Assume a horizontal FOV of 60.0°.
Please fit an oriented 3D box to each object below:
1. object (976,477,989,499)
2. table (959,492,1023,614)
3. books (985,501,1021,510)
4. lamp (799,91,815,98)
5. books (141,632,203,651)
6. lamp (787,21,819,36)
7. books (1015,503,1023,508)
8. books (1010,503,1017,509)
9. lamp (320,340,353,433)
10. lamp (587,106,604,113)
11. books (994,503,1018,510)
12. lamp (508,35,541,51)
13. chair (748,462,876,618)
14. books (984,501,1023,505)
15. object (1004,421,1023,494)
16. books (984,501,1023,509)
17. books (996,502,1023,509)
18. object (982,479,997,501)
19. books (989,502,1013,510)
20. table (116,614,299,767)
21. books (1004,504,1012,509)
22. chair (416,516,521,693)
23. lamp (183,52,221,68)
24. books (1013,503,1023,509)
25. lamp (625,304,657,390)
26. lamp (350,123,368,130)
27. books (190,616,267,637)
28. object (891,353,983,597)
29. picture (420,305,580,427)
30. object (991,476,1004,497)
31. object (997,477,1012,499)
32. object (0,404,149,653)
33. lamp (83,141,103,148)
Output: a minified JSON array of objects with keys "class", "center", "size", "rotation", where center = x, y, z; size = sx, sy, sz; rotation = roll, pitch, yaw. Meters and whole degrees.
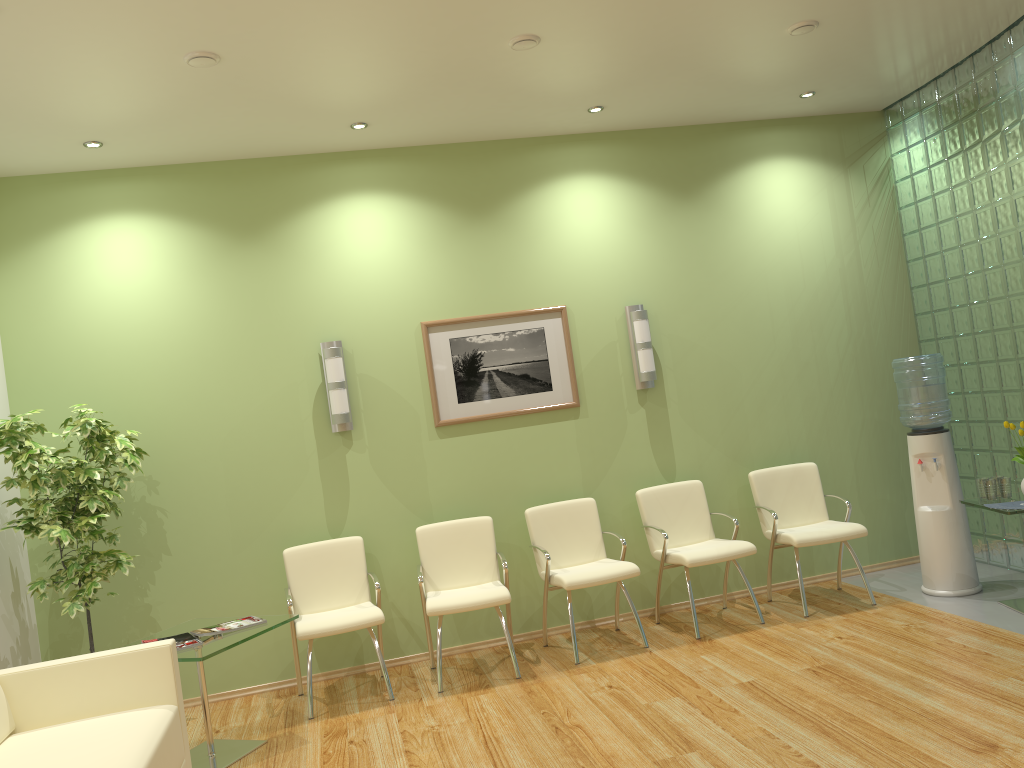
[{"class":"object","center":[2.817,0.622,5.294],"size":[0.071,0.119,0.072],"rotation":[-8,-1,-12]},{"class":"table","center":[3.014,0.959,5.052],"size":[0.581,0.614,0.581],"rotation":[-8,-1,2]},{"class":"books","center":[2.787,0.677,4.958],"size":[0.210,0.004,0.150],"rotation":[-8,-1,-7]},{"class":"lamp","center":[1.987,-1.943,5.965],"size":[0.105,0.011,0.105],"rotation":[-7,-2,-31]},{"class":"books","center":[-1.681,1.276,4.374],"size":[0.230,0.031,0.328],"rotation":[-7,-2,-32]},{"class":"lamp","center":[1.567,-1.906,4.773],"size":[0.167,0.024,0.167],"rotation":[-7,-2,-29]},{"class":"books","center":[2.867,0.663,4.869],"size":[0.150,0.004,0.210],"rotation":[-8,-1,13]},{"class":"books","center":[2.834,0.668,4.883],"size":[0.150,0.004,0.210],"rotation":[-9,-2,33]},{"class":"lamp","center":[-1.113,0.013,5.640],"size":[0.134,0.580,0.142],"rotation":[-8,-1,-12]},{"class":"lamp","center":[0.534,-1.747,5.652],"size":[0.105,0.011,0.105],"rotation":[-7,-2,-31]},{"class":"books","center":[2.798,0.674,4.923],"size":[0.210,0.004,0.150],"rotation":[-7,-1,-27]},{"class":"lamp","center":[0.063,-1.703,4.449],"size":[0.167,0.024,0.167],"rotation":[-9,-2,39]},{"class":"chair","center":[1.953,0.991,5.824],"size":[0.536,0.881,0.650],"rotation":[-8,-1,-7]},{"class":"books","center":[2.789,0.677,4.995],"size":[0.210,0.004,0.150],"rotation":[-8,-1,13]},{"class":"object","center":[2.952,0.426,5.044],"size":[0.219,0.459,0.201],"rotation":[-8,-1,18]},{"class":"books","center":[2.787,0.677,4.976],"size":[0.210,0.004,0.150],"rotation":[-8,-1,3]},{"class":"books","center":[2.807,0.673,4.908],"size":[0.210,0.004,0.150],"rotation":[-7,-2,-37]},{"class":"object","center":[2.811,0.621,5.210],"size":[0.071,0.119,0.072],"rotation":[-8,-1,-12]},{"class":"books","center":[2.791,0.676,4.940],"size":[0.210,0.004,0.150],"rotation":[-8,-1,-17]},{"class":"table","center":[-1.561,1.588,4.507],"size":[0.736,0.614,0.736],"rotation":[-9,-1,23]},{"class":"books","center":[2.819,0.671,4.894],"size":[0.150,0.004,0.210],"rotation":[-9,-2,43]},{"class":"chair","center":[-0.277,1.292,5.347],"size":[0.536,0.881,0.650],"rotation":[-8,-1,-7]},{"class":"lamp","center":[-1.441,-1.500,4.125],"size":[0.167,0.024,0.167],"rotation":[-9,-2,39]},{"class":"books","center":[2.850,0.666,4.874],"size":[0.150,0.004,0.210],"rotation":[-9,-1,23]},{"class":"lamp","center":[0.891,-0.258,6.071],"size":[0.134,0.580,0.142],"rotation":[-8,-1,-12]},{"class":"lamp","center":[-0.920,-1.551,5.339],"size":[0.105,0.011,0.105],"rotation":[-7,-2,-31]},{"class":"books","center":[-1.469,1.251,4.596],"size":[0.328,0.031,0.230],"rotation":[-7,-2,-37]},{"class":"object","center":[2.695,0.568,5.661],"size":[0.353,1.506,0.353],"rotation":[-8,-1,-5]},{"class":"picture","center":[-0.068,-0.127,5.925],"size":[1.000,0.700,0.025],"rotation":[-8,-1,-12]},{"class":"object","center":[2.900,0.611,5.284],"size":[0.071,0.119,0.072],"rotation":[-8,-1,-12]},{"class":"object","center":[2.894,0.609,5.204],"size":[0.071,0.119,0.072],"rotation":[-8,-1,-12]},{"class":"object","center":[-2.312,1.050,4.804],"size":[0.668,1.900,0.943],"rotation":[-8,-1,-4]},{"class":"lamp","center":[-2.374,-1.354,5.026],"size":[0.105,0.011,0.105],"rotation":[-8,-1,14]}]
